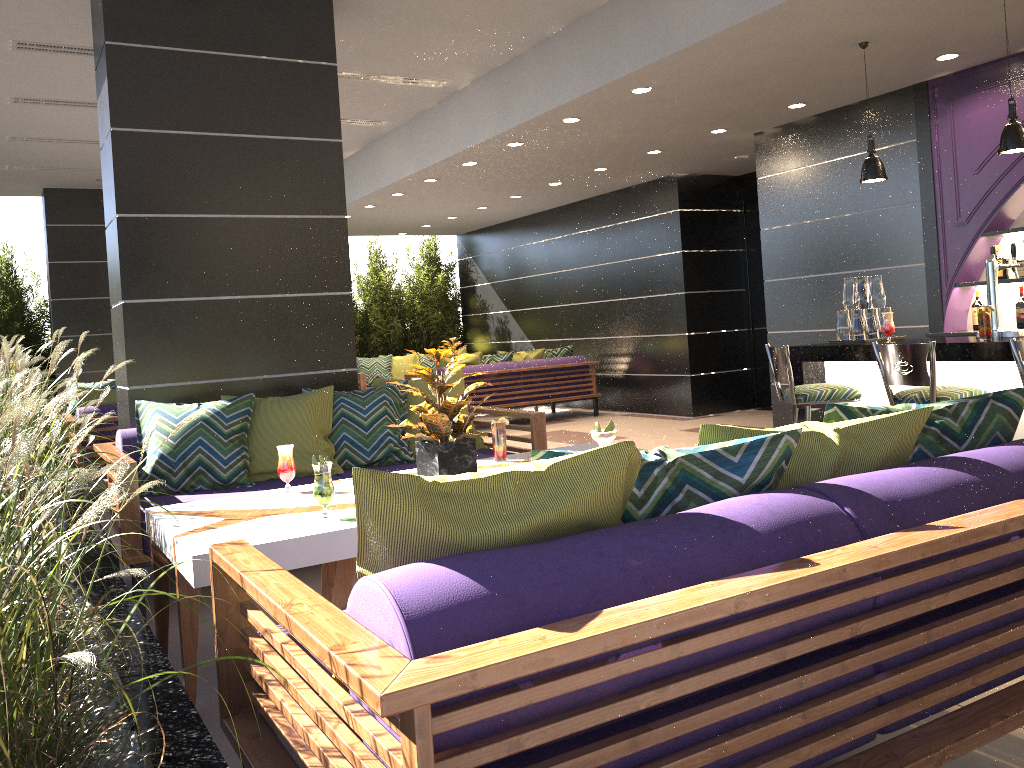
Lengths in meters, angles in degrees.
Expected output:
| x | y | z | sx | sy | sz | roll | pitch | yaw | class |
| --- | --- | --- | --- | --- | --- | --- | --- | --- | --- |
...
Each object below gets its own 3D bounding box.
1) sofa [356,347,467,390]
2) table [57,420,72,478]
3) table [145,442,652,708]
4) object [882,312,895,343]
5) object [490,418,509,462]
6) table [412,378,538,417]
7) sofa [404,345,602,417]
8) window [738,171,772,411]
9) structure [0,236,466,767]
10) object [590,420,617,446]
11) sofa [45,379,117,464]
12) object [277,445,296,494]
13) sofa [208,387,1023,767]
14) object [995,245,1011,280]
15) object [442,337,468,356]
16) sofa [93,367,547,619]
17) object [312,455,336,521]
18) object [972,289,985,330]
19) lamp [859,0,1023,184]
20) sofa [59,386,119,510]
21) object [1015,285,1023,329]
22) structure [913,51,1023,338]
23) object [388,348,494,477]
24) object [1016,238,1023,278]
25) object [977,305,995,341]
| x | y | z | sx | sy | sz | roll | pitch | yaw | class |
| --- | --- | --- | --- | --- | --- | --- | --- | --- | --- |
| -1.392 | -0.031 | 12.995 | 2.130 | 0.919 | 1.118 | -5 | 3 | -30 | sofa |
| -3.250 | 0.541 | 8.623 | 2.041 | 0.553 | 0.940 | -6 | 3 | -30 | table |
| -0.233 | 0.659 | 3.395 | 2.041 | 0.553 | 0.940 | -6 | 3 | -30 | table |
| 2.247 | -0.336 | 5.283 | 0.068 | 0.181 | 0.069 | -4 | 0 | 32 | object |
| -0.047 | 0.245 | 3.885 | 0.084 | 0.189 | 0.067 | -4 | 0 | -5 | object |
| -0.713 | 0.175 | 11.872 | 2.041 | 0.553 | 0.940 | -6 | 3 | -30 | table |
| -0.109 | 0.019 | 10.772 | 2.130 | 0.919 | 1.118 | -5 | 3 | -30 | sofa |
| 3.205 | -1.056 | 9.633 | 0.109 | 2.761 | 1.824 | -4 | 1 | -30 | window |
| 1.797 | -0.752 | 3.166 | 7.833 | 3.120 | 24.702 | -6 | 4 | -30 | structure |
| 0.363 | 0.239 | 3.470 | 0.106 | 0.197 | 0.106 | -4 | 1 | -2 | object |
| -3.886 | 0.334 | 9.716 | 2.130 | 0.919 | 1.118 | -5 | 3 | -30 | sofa |
| -0.877 | 0.331 | 3.445 | 0.068 | 0.181 | 0.069 | -3 | 1 | 43 | object |
| 0.486 | 0.505 | 2.141 | 2.130 | 0.919 | 1.118 | -5 | 3 | -30 | sofa |
| 3.447 | -0.858 | 6.266 | 0.094 | 0.248 | 0.151 | -4 | 1 | -41 | object |
| -0.786 | -0.359 | 11.840 | 0.430 | 0.526 | 0.425 | -4 | 1 | -13 | object |
| -0.987 | 0.448 | 4.693 | 2.130 | 0.919 | 1.118 | -5 | 3 | -30 | sofa |
| -0.612 | 0.333 | 2.876 | 0.068 | 0.211 | 0.069 | -4 | 0 | 43 | object |
| 3.387 | -0.539 | 6.426 | 0.086 | 0.299 | 0.086 | -4 | 0 | 19 | object |
| 2.444 | -1.682 | 5.123 | 0.193 | 0.864 | 1.080 | -4 | 2 | -30 | lamp |
| -2.603 | 0.384 | 7.493 | 2.130 | 0.919 | 1.118 | -5 | 3 | -30 | sofa |
| 3.546 | -0.535 | 6.148 | 0.086 | 0.299 | 0.086 | -4 | 0 | 19 | object |
| 4.293 | -0.825 | 4.654 | 0.531 | 2.759 | 4.625 | -4 | 2 | -30 | structure |
| -0.264 | 0.121 | 3.388 | 0.430 | 0.526 | 0.425 | -4 | 1 | -18 | object |
| 3.555 | -0.870 | 6.099 | 0.123 | 0.279 | 0.123 | -4 | 1 | -16 | object |
| 2.546 | -0.329 | 4.757 | 0.067 | 0.189 | 0.084 | -4 | 1 | -5 | object |
